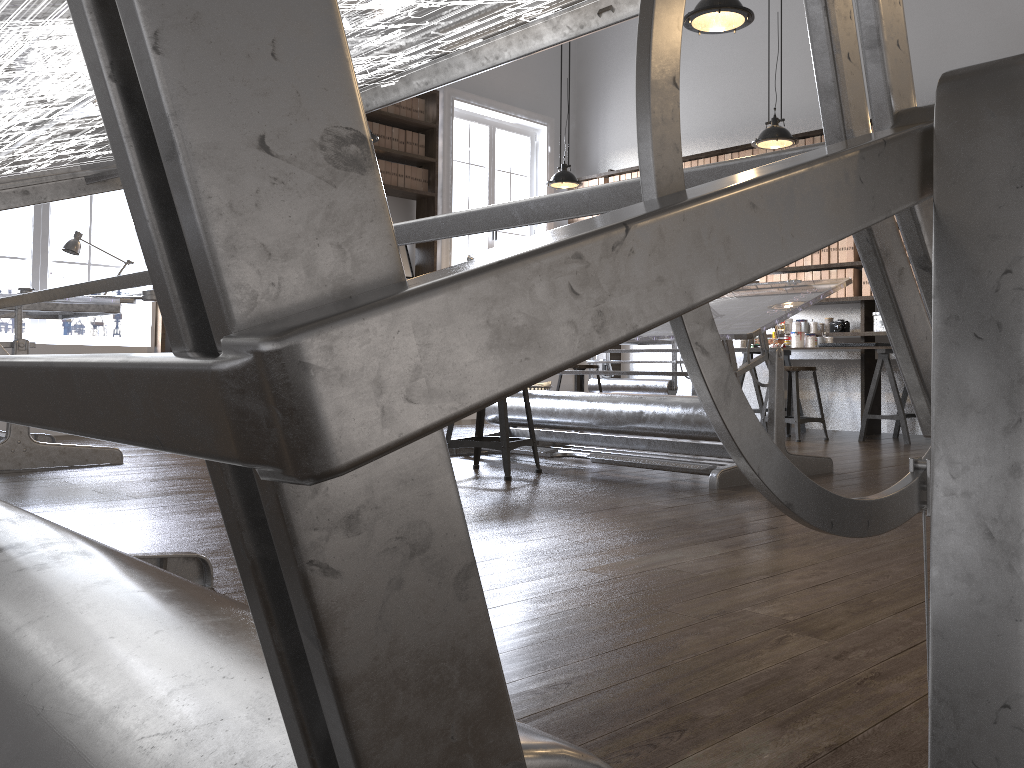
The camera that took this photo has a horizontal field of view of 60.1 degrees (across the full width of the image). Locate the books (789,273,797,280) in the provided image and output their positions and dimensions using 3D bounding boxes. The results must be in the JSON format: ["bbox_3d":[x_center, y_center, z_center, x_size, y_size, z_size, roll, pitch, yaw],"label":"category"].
[{"bbox_3d":[2.369,-0.800,7.331,0.174,0.226,0.066,2,-2,-43],"label":"books"}]

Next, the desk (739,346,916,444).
[{"bbox_3d":[2.397,0.066,6.703,0.655,0.670,1.668,1,0,-43],"label":"desk"}]

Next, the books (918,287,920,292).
[{"bbox_3d":[3.082,-0.779,6.577,0.174,0.226,0.066,2,-2,-43],"label":"books"}]

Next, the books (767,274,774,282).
[{"bbox_3d":[2.227,-0.804,7.480,0.174,0.226,0.066,2,-2,-43],"label":"books"}]

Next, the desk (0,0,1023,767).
[{"bbox_3d":[-0.374,-0.241,0.982,1.075,1.389,2.068,2,-1,-43],"label":"desk"}]

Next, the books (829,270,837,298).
[{"bbox_3d":[2.607,-0.793,7.077,0.174,0.226,0.066,2,-2,-43],"label":"books"}]

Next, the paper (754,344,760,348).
[{"bbox_3d":[1.998,-0.299,7.077,0.155,0.038,0.137,1,1,32],"label":"paper"}]

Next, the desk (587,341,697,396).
[{"bbox_3d":[1.254,-0.185,7.877,1.070,1.100,1.268,1,-1,-43],"label":"desk"}]

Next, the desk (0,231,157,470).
[{"bbox_3d":[-2.465,-0.222,4.442,1.170,1.191,1.268,1,-1,-43],"label":"desk"}]

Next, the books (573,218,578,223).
[{"bbox_3d":[0.708,-1.670,9.120,0.174,0.226,0.067,2,-2,-43],"label":"books"}]

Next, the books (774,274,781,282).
[{"bbox_3d":[2.269,-0.802,7.433,0.174,0.226,0.066,2,-2,-43],"label":"books"}]

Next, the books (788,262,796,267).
[{"bbox_3d":[2.366,-1.071,7.348,0.174,0.226,0.066,2,-2,-43],"label":"books"}]

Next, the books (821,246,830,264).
[{"bbox_3d":[2.560,-1.065,7.136,0.174,0.226,0.067,2,-2,-43],"label":"books"}]

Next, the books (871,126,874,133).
[{"bbox_3d":[2.826,-1.881,6.894,0.174,0.226,0.067,2,-2,-43],"label":"books"}]

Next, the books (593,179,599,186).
[{"bbox_3d":[0.901,-1.942,8.930,0.174,0.226,0.067,2,-2,-43],"label":"books"}]

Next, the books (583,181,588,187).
[{"bbox_3d":[0.809,-1.945,9.036,0.174,0.226,0.066,2,-2,-43],"label":"books"}]

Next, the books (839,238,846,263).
[{"bbox_3d":[2.666,-1.062,7.029,0.174,0.226,0.066,2,-2,-43],"label":"books"}]

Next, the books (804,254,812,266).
[{"bbox_3d":[2.460,-1.068,7.242,0.174,0.226,0.066,2,-2,-43],"label":"books"}]

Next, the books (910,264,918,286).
[{"bbox_3d":[3.038,-0.780,6.621,0.174,0.226,0.066,2,-2,-43],"label":"books"}]

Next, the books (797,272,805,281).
[{"bbox_3d":[2.418,-0.798,7.281,0.174,0.226,0.066,2,-2,-43],"label":"books"}]

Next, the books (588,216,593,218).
[{"bbox_3d":[0.846,-1.666,8.972,0.174,0.226,0.067,2,-2,-43],"label":"books"}]

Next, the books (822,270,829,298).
[{"bbox_3d":[2.560,-0.794,7.120,0.174,0.226,0.067,2,-2,-43],"label":"books"}]

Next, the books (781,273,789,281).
[{"bbox_3d":[2.318,-0.801,7.379,0.174,0.226,0.067,2,-2,-43],"label":"books"}]

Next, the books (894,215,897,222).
[{"bbox_3d":[2.942,-1.325,6.747,0.174,0.226,0.066,2,-2,-43],"label":"books"}]

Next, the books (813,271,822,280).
[{"bbox_3d":[2.511,-0.795,7.173,0.174,0.226,0.066,2,-2,-43],"label":"books"}]

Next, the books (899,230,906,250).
[{"bbox_3d":[2.980,-1.046,6.700,0.174,0.226,0.066,2,-2,-43],"label":"books"}]

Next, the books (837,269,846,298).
[{"bbox_3d":[2.654,-0.791,7.032,0.174,0.226,0.066,2,-2,-43],"label":"books"}]

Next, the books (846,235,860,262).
[{"bbox_3d":[2.706,-1.061,6.980,0.174,0.226,0.067,2,-2,-43],"label":"books"}]

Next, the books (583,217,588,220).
[{"bbox_3d":[0.804,-1.667,9.024,0.174,0.226,0.066,2,-2,-43],"label":"books"}]

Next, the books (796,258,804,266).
[{"bbox_3d":[2.415,-1.069,7.297,0.174,0.226,0.066,2,-2,-43],"label":"books"}]

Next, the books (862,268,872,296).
[{"bbox_3d":[2.791,-0.787,6.877,0.174,0.226,0.066,2,-2,-43],"label":"books"}]

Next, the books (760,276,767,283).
[{"bbox_3d":[2.178,-0.805,7.525,0.174,0.226,0.067,2,-2,-43],"label":"books"}]

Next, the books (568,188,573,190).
[{"bbox_3d":[0.656,-1.949,9.187,0.174,0.226,0.067,2,-2,-43],"label":"books"}]

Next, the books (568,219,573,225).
[{"bbox_3d":[0.663,-1.671,9.173,0.174,0.226,0.066,2,-2,-43],"label":"books"}]

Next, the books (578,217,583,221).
[{"bbox_3d":[0.759,-1.668,9.068,0.174,0.226,0.066,2,-2,-43],"label":"books"}]

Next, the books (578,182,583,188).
[{"bbox_3d":[0.758,-1.946,9.084,0.174,0.226,0.066,2,-2,-43],"label":"books"}]

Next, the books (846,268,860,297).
[{"bbox_3d":[2.701,-0.790,6.974,0.174,0.226,0.067,2,-2,-43],"label":"books"}]

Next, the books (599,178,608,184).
[{"bbox_3d":[0.952,-1.940,8.879,0.174,0.226,0.066,2,-2,-43],"label":"books"}]

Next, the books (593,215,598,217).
[{"bbox_3d":[0.897,-1.665,8.927,0.174,0.226,0.066,2,-2,-43],"label":"books"}]

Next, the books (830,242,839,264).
[{"bbox_3d":[2.615,-1.064,7.086,0.174,0.226,0.066,2,-2,-43],"label":"books"}]

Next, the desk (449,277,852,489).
[{"bbox_3d":[0.538,-0.287,4.651,1.075,1.389,2.279,2,-1,-43],"label":"desk"}]

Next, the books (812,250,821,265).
[{"bbox_3d":[2.513,-1.067,7.194,0.174,0.226,0.066,2,-2,-43],"label":"books"}]

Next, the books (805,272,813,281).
[{"bbox_3d":[2.463,-0.797,7.228,0.174,0.226,0.066,2,-2,-43],"label":"books"}]

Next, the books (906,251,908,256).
[{"bbox_3d":[3.027,-1.045,6.643,0.174,0.226,0.067,2,-2,-43],"label":"books"}]

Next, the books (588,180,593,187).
[{"bbox_3d":[0.855,-1.943,8.984,0.174,0.226,0.066,2,-2,-43],"label":"books"}]
